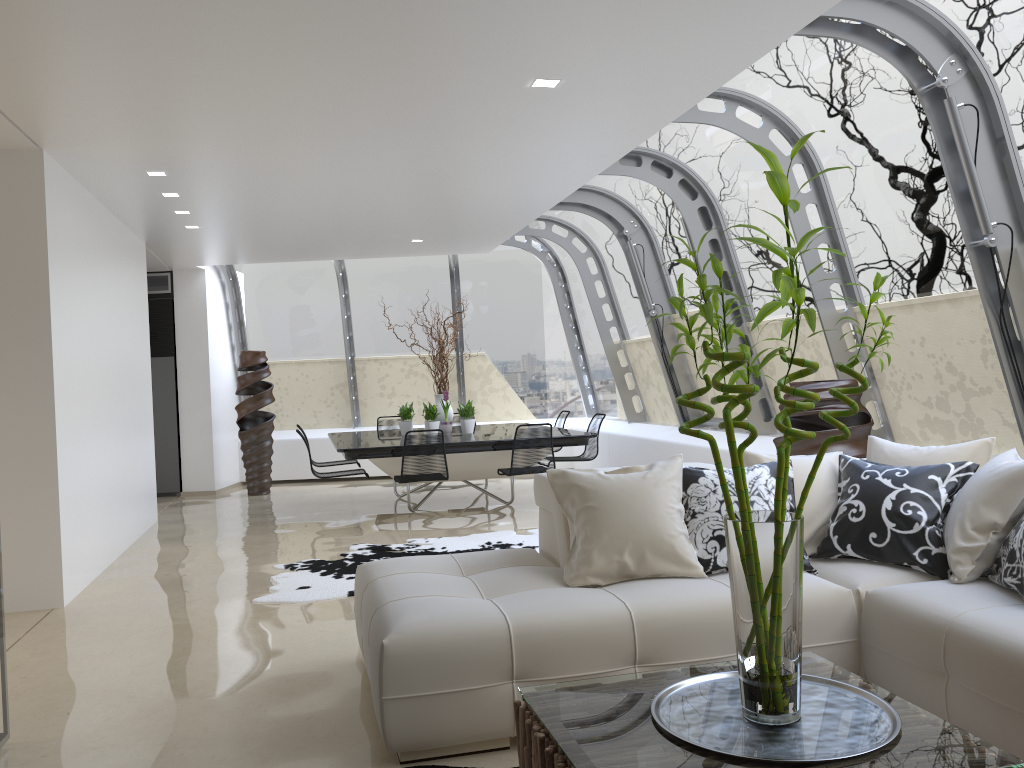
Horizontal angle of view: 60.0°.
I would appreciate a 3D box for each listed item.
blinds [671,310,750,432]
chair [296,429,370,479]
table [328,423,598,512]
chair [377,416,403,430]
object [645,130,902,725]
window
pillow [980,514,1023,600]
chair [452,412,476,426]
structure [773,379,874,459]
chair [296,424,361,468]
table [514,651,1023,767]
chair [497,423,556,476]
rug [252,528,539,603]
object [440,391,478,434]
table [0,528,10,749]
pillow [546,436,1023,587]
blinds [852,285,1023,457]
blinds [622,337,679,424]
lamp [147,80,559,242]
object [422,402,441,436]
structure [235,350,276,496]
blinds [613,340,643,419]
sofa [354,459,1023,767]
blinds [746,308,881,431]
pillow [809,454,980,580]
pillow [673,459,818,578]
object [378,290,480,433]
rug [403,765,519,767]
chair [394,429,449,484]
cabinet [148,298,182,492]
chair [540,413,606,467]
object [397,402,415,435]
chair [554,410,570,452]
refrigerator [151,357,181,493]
[{"bbox_3d":[2.016,-0.122,8.634,0.387,1.214,1.376,-3,0,-13],"label":"blinds"},{"bbox_3d":[-1.800,0.698,8.888,0.688,0.519,0.446,-3,0,-13],"label":"chair"},{"bbox_3d":[-0.695,0.923,9.752,2.494,0.759,3.031,-3,0,-13],"label":"table"},{"bbox_3d":[-1.488,0.672,11.143,0.446,0.519,0.688,-3,0,-13],"label":"chair"},{"bbox_3d":[0.668,0.088,2.328,0.673,1.546,0.584,-2,0,25],"label":"object"},{"bbox_3d":[-4.748,0.058,5.934,16.693,3.674,16.171,-2,0,-7],"label":"window"},{"bbox_3d":[1.934,0.526,3.111,0.382,0.467,0.608,-2,0,6],"label":"pillow"},{"bbox_3d":[-0.589,0.633,11.358,0.446,0.519,0.688,-3,0,-13],"label":"chair"},{"bbox_3d":[1.985,0.606,5.616,0.672,1.258,0.674,-3,0,-36],"label":"structure"},{"bbox_3d":[-2.097,0.704,10.129,0.688,0.519,0.446,-3,0,-13],"label":"chair"},{"bbox_3d":[0.591,1.077,2.282,1.007,0.448,0.923,-3,0,-13],"label":"table"},{"bbox_3d":[0.139,0.618,8.315,0.446,0.519,0.688,-3,0,-13],"label":"chair"},{"bbox_3d":[-0.173,1.294,6.388,3.220,0.008,2.705,-3,0,-14],"label":"rug"},{"bbox_3d":[-0.564,0.303,9.644,0.417,0.476,0.238,-2,0,15],"label":"object"},{"bbox_3d":[-2.022,0.960,3.245,0.202,0.872,0.350,-3,0,-13],"label":"table"},{"bbox_3d":[1.778,0.520,3.176,1.656,0.530,3.322,-3,0,-43],"label":"pillow"},{"bbox_3d":[2.764,-0.044,5.649,0.329,1.027,1.430,-3,0,-13],"label":"blinds"},{"bbox_3d":[1.689,-0.022,10.141,0.329,1.027,1.430,-3,0,-13],"label":"blinds"},{"bbox_3d":[-4.589,-1.406,3.996,9.775,0.004,9.928,-3,0,-13],"label":"lamp"},{"bbox_3d":[-0.863,0.368,9.435,0.215,0.369,0.284,-2,0,20],"label":"object"},{"bbox_3d":[-3.251,0.496,11.260,0.498,1.843,0.493,-2,0,-2],"label":"structure"},{"bbox_3d":[1.468,0.509,11.855,0.663,2.118,1.829,-3,0,-13],"label":"blinds"},{"bbox_3d":[1.275,0.825,2.703,3.257,0.866,4.169,-3,0,-14],"label":"sofa"},{"bbox_3d":[2.405,-0.037,7.146,0.329,1.027,1.430,-3,0,-13],"label":"blinds"},{"bbox_3d":[1.624,0.565,3.801,0.405,0.483,0.599,-3,0,-45],"label":"pillow"},{"bbox_3d":[0.965,0.582,3.845,0.604,0.471,0.394,-2,0,2],"label":"pillow"},{"bbox_3d":[-0.928,-0.223,9.746,1.031,1.549,1.135,-3,0,-21],"label":"object"},{"bbox_3d":[0.454,1.289,2.276,2.739,0.008,2.740,-3,0,-28],"label":"rug"},{"bbox_3d":[-0.830,0.661,8.083,0.446,0.519,0.688,-3,0,-13],"label":"chair"},{"bbox_3d":[-5.410,0.223,11.800,2.252,2.558,0.831,-2,0,1],"label":"cabinet"},{"bbox_3d":[0.645,0.590,9.473,0.688,0.519,0.446,-3,0,-13],"label":"chair"},{"bbox_3d":[-1.164,0.379,9.808,0.215,0.369,0.284,-2,0,25],"label":"object"},{"bbox_3d":[0.348,0.596,10.714,0.688,0.519,0.446,-3,0,-13],"label":"chair"},{"bbox_3d":[-4.801,0.539,11.499,1.006,1.742,0.234,-2,0,0],"label":"refrigerator"}]
